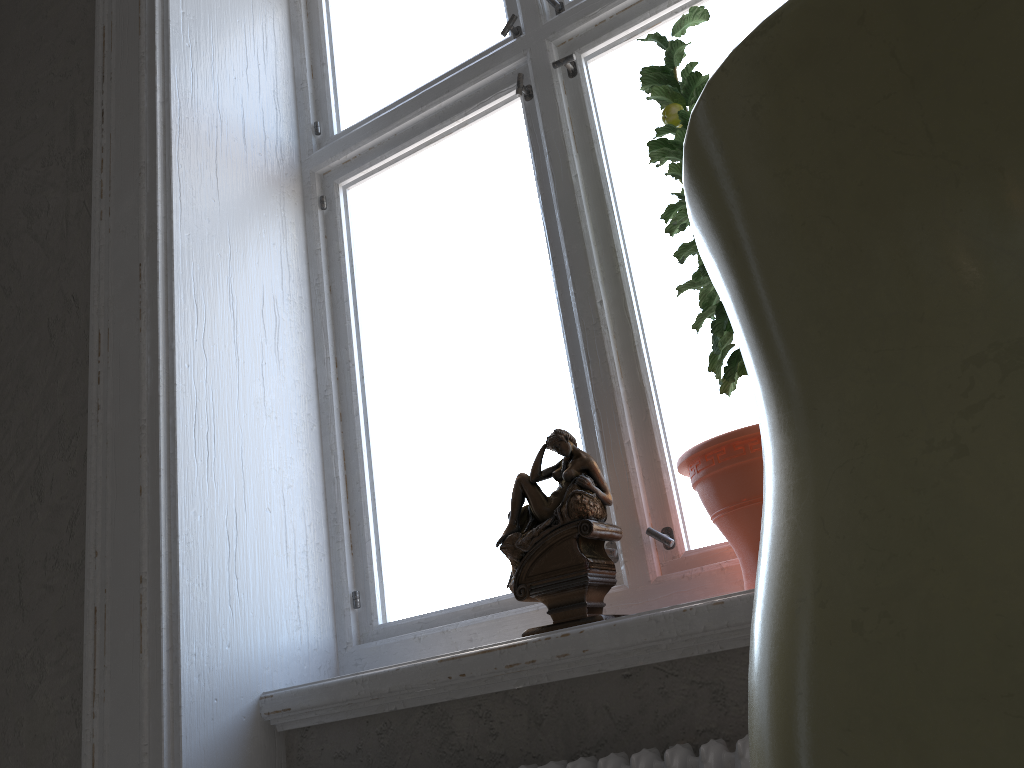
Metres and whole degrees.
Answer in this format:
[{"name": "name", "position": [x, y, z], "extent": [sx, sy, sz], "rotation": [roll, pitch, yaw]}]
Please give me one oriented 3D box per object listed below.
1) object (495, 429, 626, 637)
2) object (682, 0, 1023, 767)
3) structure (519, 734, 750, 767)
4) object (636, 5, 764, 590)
[{"name": "object", "position": [0.055, 0.246, 1.464], "extent": [0.233, 0.329, 0.122], "rotation": [-20, -23, 28]}, {"name": "object", "position": [0.101, 0.033, 0.160], "extent": [0.137, 0.169, 0.149], "rotation": [-6, -20, -9]}, {"name": "structure", "position": [0.160, 0.711, 1.156], "extent": [1.204, 0.427, 0.151], "rotation": [-19, -22, 24]}, {"name": "object", "position": [0.334, -0.178, 1.406], "extent": [0.274, 0.989, 0.267], "rotation": [-1, -21, -21]}]
